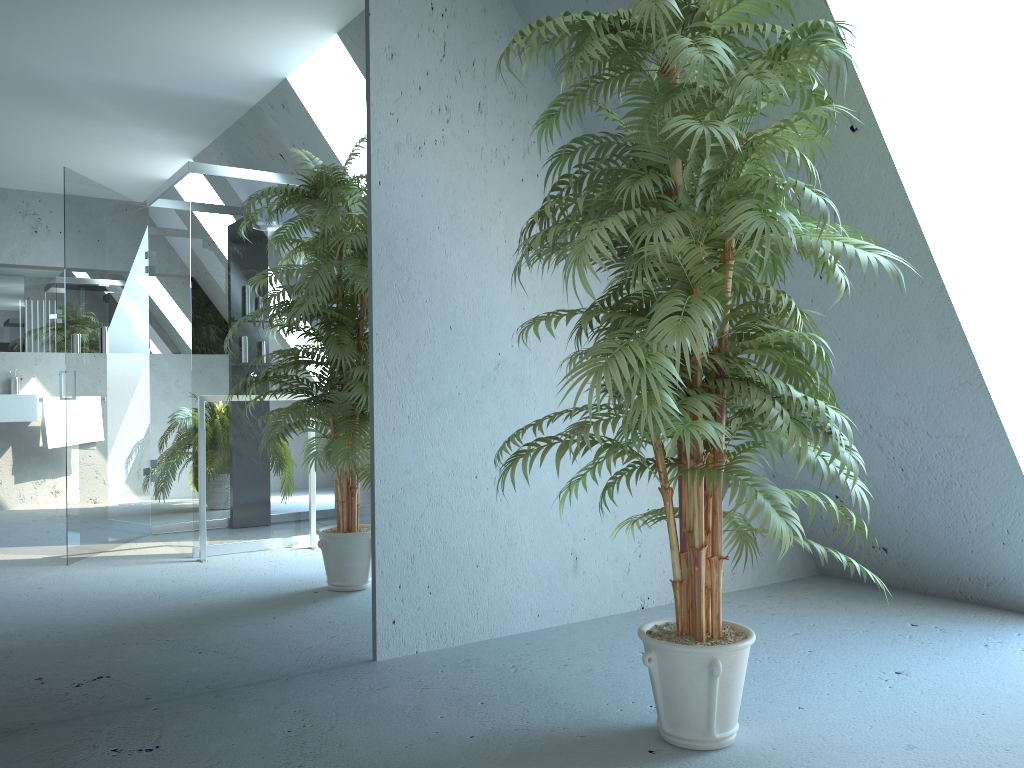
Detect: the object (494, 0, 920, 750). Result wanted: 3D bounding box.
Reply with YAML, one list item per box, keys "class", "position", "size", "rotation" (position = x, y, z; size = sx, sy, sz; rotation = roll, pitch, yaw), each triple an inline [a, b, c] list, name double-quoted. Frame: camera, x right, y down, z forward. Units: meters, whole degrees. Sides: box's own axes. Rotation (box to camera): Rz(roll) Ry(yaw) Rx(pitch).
- class: "object"
  position: [0.456, -0.148, 2.203]
  size: [0.980, 2.034, 1.020]
  rotation: [-1, -1, 15]
